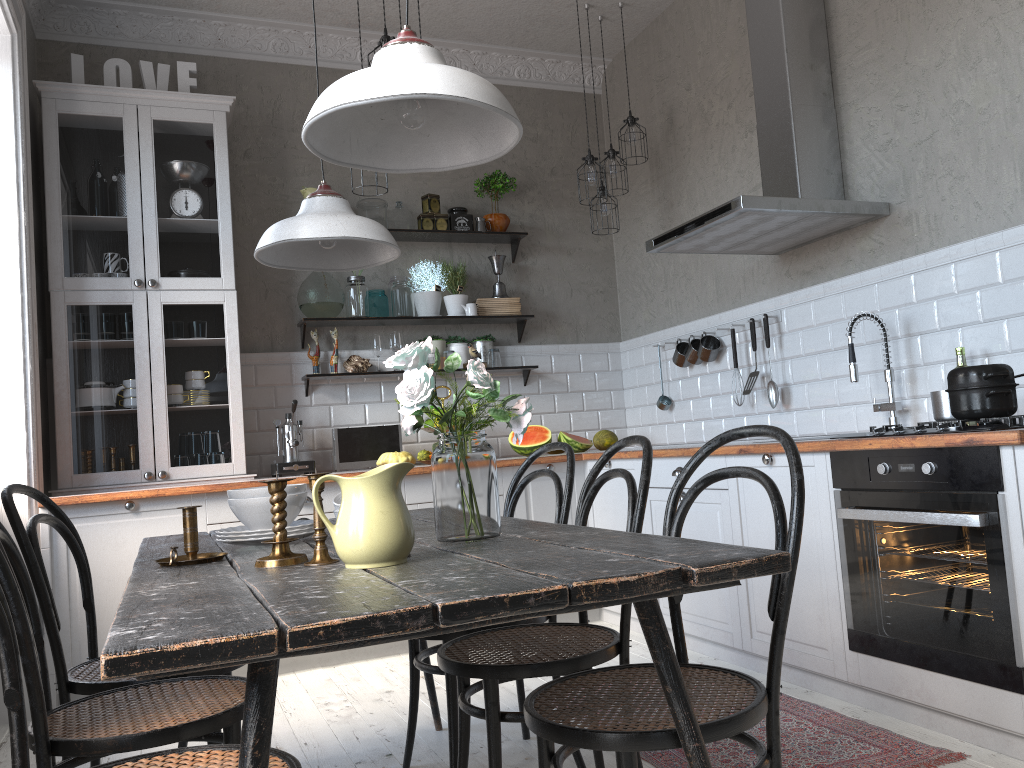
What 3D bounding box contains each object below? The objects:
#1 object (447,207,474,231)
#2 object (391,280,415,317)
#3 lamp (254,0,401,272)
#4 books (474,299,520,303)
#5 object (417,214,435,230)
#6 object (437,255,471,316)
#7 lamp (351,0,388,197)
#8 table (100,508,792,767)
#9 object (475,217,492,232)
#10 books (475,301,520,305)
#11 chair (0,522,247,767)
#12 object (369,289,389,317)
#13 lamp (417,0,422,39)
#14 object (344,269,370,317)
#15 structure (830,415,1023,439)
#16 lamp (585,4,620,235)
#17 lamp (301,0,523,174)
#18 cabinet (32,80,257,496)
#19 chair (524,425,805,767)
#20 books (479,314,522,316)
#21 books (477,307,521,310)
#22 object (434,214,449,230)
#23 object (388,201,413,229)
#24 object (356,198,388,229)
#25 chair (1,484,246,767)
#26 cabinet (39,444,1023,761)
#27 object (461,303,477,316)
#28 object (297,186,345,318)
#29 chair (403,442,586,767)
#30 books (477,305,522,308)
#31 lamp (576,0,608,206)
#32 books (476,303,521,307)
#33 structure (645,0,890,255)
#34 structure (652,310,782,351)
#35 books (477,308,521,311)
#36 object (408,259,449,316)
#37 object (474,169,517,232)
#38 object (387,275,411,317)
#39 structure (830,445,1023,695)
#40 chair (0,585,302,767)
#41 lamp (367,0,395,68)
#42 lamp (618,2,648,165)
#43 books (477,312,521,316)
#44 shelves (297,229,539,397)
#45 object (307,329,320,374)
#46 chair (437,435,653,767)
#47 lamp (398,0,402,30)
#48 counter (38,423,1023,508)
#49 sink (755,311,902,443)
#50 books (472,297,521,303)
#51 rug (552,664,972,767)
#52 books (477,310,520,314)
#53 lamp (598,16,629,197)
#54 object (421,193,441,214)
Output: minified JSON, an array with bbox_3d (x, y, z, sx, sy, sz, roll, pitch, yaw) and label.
[{"bbox_3d":[-0.313,-0.940,5.174,0.144,0.174,0.140,-3,-4,-22],"label":"object"},{"bbox_3d":[-0.607,-0.466,4.915,0.125,0.206,0.125,-4,-4,0],"label":"object"},{"bbox_3d":[-0.557,-1.260,2.422,0.383,1.858,0.375,-3,-4,-15],"label":"lamp"},{"bbox_3d":[-0.093,-0.476,5.205,0.264,0.016,0.156,-3,-4,-14],"label":"books"},{"bbox_3d":[-0.490,-0.905,5.046,0.084,0.113,0.081,-3,-4,-22],"label":"object"},{"bbox_3d":[-0.329,-0.563,5.083,0.166,0.380,0.187,-6,-5,28],"label":"object"},{"bbox_3d":[-0.645,-1.649,3.681,0.144,1.734,0.149,-7,-5,34],"label":"lamp"},{"bbox_3d":[-0.322,0.714,1.946,0.919,0.735,1.890,-3,-4,-22],"label":"table"},{"bbox_3d":[-0.171,-0.916,5.126,0.095,0.096,0.073,-3,-4,-22],"label":"object"},{"bbox_3d":[-0.092,-0.465,5.204,0.263,0.016,0.156,-4,-4,-11],"label":"books"},{"bbox_3d":[-0.787,0.645,1.778,0.558,0.920,0.430,-2,-4,-25],"label":"chair"},{"bbox_3d":[-0.753,-0.435,4.946,0.128,0.172,0.124,-3,-4,-19],"label":"object"},{"bbox_3d":[-0.395,-1.895,3.471,0.144,1.734,0.149,-6,-4,24],"label":"lamp"},{"bbox_3d":[-0.847,-0.627,4.771,0.195,0.540,0.275,-2,-5,-30],"label":"object"},{"bbox_3d":[1.346,0.122,2.640,0.504,0.031,0.596,-3,-4,-22],"label":"structure"},{"bbox_3d":[0.442,-1.683,4.844,0.143,1.734,0.150,-8,-5,39],"label":"lamp"},{"bbox_3d":[-0.239,-1.344,1.605,0.375,1.858,0.383,-5,-4,15],"label":"lamp"},{"bbox_3d":[-1.777,-0.434,4.330,0.893,1.920,0.382,-3,-4,-23],"label":"cabinet"},{"bbox_3d":[0.289,0.550,1.631,0.558,0.920,0.430,-2,-4,-25],"label":"chair"},{"bbox_3d":[-0.087,-0.389,5.199,0.265,0.011,0.155,-3,-4,-20],"label":"books"},{"bbox_3d":[-0.090,-0.433,5.202,0.264,0.011,0.156,-3,-4,-17],"label":"books"},{"bbox_3d":[-0.407,-0.909,5.077,0.083,0.113,0.082,-3,-4,-12],"label":"object"},{"bbox_3d":[-0.642,-0.942,5.093,0.137,0.220,0.142,-6,-5,27],"label":"object"},{"bbox_3d":[-0.774,-0.926,4.934,0.170,0.184,0.174,-6,-4,17],"label":"object"},{"bbox_3d":[-0.944,0.690,2.230,0.553,0.920,0.434,-4,-4,-10],"label":"chair"},{"bbox_3d":[0.289,0.727,3.682,4.132,0.854,2.018,-6,-4,23],"label":"cabinet"},{"bbox_3d":[-0.233,-0.420,5.041,0.105,0.071,0.063,-5,-4,7],"label":"object"},{"bbox_3d":[-1.031,-0.683,4.746,0.331,0.674,0.341,-7,-5,36],"label":"object"},{"bbox_3d":[-0.061,0.645,2.567,0.558,0.920,0.430,-2,-4,-25],"label":"chair"},{"bbox_3d":[-0.091,-0.444,5.203,0.265,0.011,0.155,-3,-4,-20],"label":"books"},{"bbox_3d":[0.360,-1.812,4.678,0.146,1.734,0.148,-5,-4,9],"label":"lamp"},{"bbox_3d":[-0.091,-0.455,5.204,0.264,0.011,0.156,-3,-4,-17],"label":"books"},{"bbox_3d":[0.989,-1.417,3.767,0.724,1.595,0.701,-3,-4,-22],"label":"structure"},{"bbox_3d":[1.022,-0.263,4.591,0.096,0.053,1.069,-3,-4,-22],"label":"structure"},{"bbox_3d":[-0.089,-0.422,5.201,0.264,0.016,0.156,-3,-4,-14],"label":"books"},{"bbox_3d":[-0.470,-0.540,5.077,0.246,0.354,0.233,-4,-4,-5],"label":"object"},{"bbox_3d":[-0.087,-1.066,5.232,0.261,0.397,0.241,-5,-4,2],"label":"object"},{"bbox_3d":[-0.641,-0.481,5.063,0.133,0.264,0.130,-3,-4,-17],"label":"object"},{"bbox_3d":[1.399,0.483,2.622,0.628,0.623,0.612,-3,-4,-22],"label":"structure"},{"bbox_3d":[-0.585,0.592,1.272,0.555,0.920,0.433,-3,-4,-15],"label":"chair"},{"bbox_3d":[-0.551,-2.005,3.586,0.150,1.734,0.144,-1,-5,-36],"label":"lamp"},{"bbox_3d":[0.601,-2.076,4.883,0.143,1.734,0.150,-8,-5,39],"label":"lamp"},{"bbox_3d":[-0.087,-0.401,5.200,0.264,0.011,0.156,-3,-4,-17],"label":"books"},{"bbox_3d":[-0.525,-0.391,5.006,1.337,0.923,0.225,-3,-4,-23],"label":"shelves"},{"bbox_3d":[-1.063,-0.169,4.768,0.060,0.264,0.054,-7,-5,38],"label":"object"},{"bbox_3d":[0.094,0.600,2.117,0.555,0.920,0.433,-3,-4,-15],"label":"chair"},{"bbox_3d":[-0.492,-1.815,3.759,0.150,1.734,0.144,-1,-5,-36],"label":"lamp"},{"bbox_3d":[-0.110,0.324,3.395,3.211,0.039,3.338,-3,-4,-22],"label":"counter"},{"bbox_3d":[1.241,0.086,3.294,0.536,0.720,0.478,-3,-4,-23],"label":"sink"},{"bbox_3d":[-0.094,-0.487,5.206,0.264,0.011,0.156,-3,-4,-17],"label":"books"},{"bbox_3d":[0.650,1.057,2.773,0.748,0.014,1.269,-3,-4,-22],"label":"rug"},{"bbox_3d":[-0.088,-0.412,5.201,0.263,0.016,0.156,-4,-4,-11],"label":"books"},{"bbox_3d":[0.512,-1.930,5.012,0.145,1.734,0.148,-6,-4,19],"label":"lamp"},{"bbox_3d":[-0.462,-1.019,5.055,0.084,0.113,0.081,-1,-5,-42],"label":"object"}]
